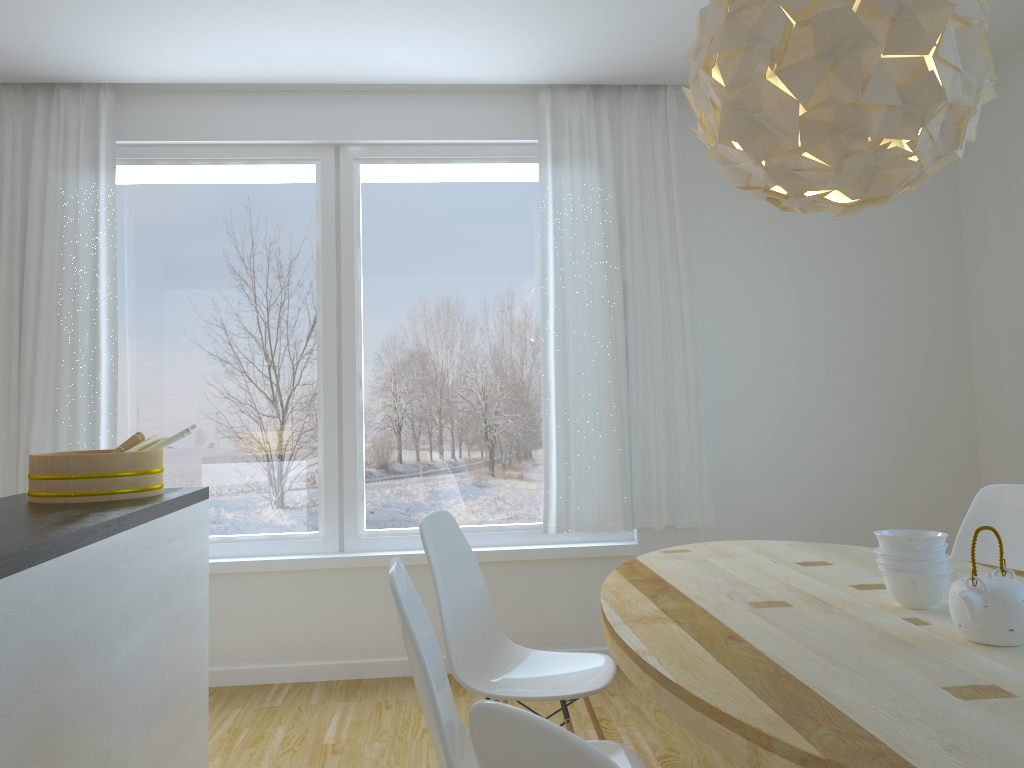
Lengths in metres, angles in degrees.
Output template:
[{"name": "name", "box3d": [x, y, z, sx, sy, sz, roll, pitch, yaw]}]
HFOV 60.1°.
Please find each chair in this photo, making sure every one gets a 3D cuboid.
[{"name": "chair", "box3d": [0.245, 0.756, 0.923, 0.523, 0.906, 0.428, 1, -5, -35]}, {"name": "chair", "box3d": [1.382, 0.769, 2.613, 0.523, 0.906, 0.428, 1, -5, -30]}, {"name": "chair", "box3d": [0.039, 0.802, 2.397, 0.522, 0.906, 0.428, -3, -5, 15]}]

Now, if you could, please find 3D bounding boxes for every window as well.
[{"name": "window", "box3d": [-0.813, -0.184, 4.189, 2.726, 1.929, 0.088, -1, -5, -5]}]

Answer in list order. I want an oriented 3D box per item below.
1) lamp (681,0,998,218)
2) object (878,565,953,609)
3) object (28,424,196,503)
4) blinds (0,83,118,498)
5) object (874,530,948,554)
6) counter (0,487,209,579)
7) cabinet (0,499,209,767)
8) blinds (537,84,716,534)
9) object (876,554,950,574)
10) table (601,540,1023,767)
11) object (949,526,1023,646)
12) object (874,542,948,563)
[{"name": "lamp", "box3d": [0.708, -0.925, 1.980, 0.647, 1.141, 0.636, -1, -4, -6]}, {"name": "object", "box3d": [0.891, 0.446, 1.950, 0.151, 0.083, 0.151, -3, -3, 34]}, {"name": "object", "box3d": [-1.267, 0.241, 2.754, 0.378, 0.215, 0.428, -3, -2, 23]}, {"name": "blinds", "box3d": [-2.146, -0.337, 3.896, 0.795, 2.171, 0.149, -1, -5, -5]}, {"name": "object", "box3d": [0.885, 0.371, 1.961, 0.151, 0.087, 0.151, -3, -3, 23]}, {"name": "counter", "box3d": [-1.221, 0.339, 1.771, 0.600, 0.040, 2.391, -2, -2, -5]}, {"name": "cabinet", "box3d": [-1.208, 0.815, 1.728, 0.600, 0.914, 2.391, -1, -2, -5]}, {"name": "blinds", "box3d": [0.509, -0.407, 4.125, 0.795, 2.171, 0.149, -1, -5, -5]}, {"name": "object", "box3d": [0.887, 0.423, 1.954, 0.151, 0.093, 0.151, -3, -3, 34]}, {"name": "table", "box3d": [0.817, 0.851, 1.815, 1.193, 0.728, 2.181, -1, -2, -6]}, {"name": "object", "box3d": [0.887, 0.374, 1.667, 0.177, 0.213, 0.146, -1, -4, -5]}, {"name": "object", "box3d": [0.883, 0.399, 1.957, 0.150, 0.096, 0.151, -2, -3, 12]}]
